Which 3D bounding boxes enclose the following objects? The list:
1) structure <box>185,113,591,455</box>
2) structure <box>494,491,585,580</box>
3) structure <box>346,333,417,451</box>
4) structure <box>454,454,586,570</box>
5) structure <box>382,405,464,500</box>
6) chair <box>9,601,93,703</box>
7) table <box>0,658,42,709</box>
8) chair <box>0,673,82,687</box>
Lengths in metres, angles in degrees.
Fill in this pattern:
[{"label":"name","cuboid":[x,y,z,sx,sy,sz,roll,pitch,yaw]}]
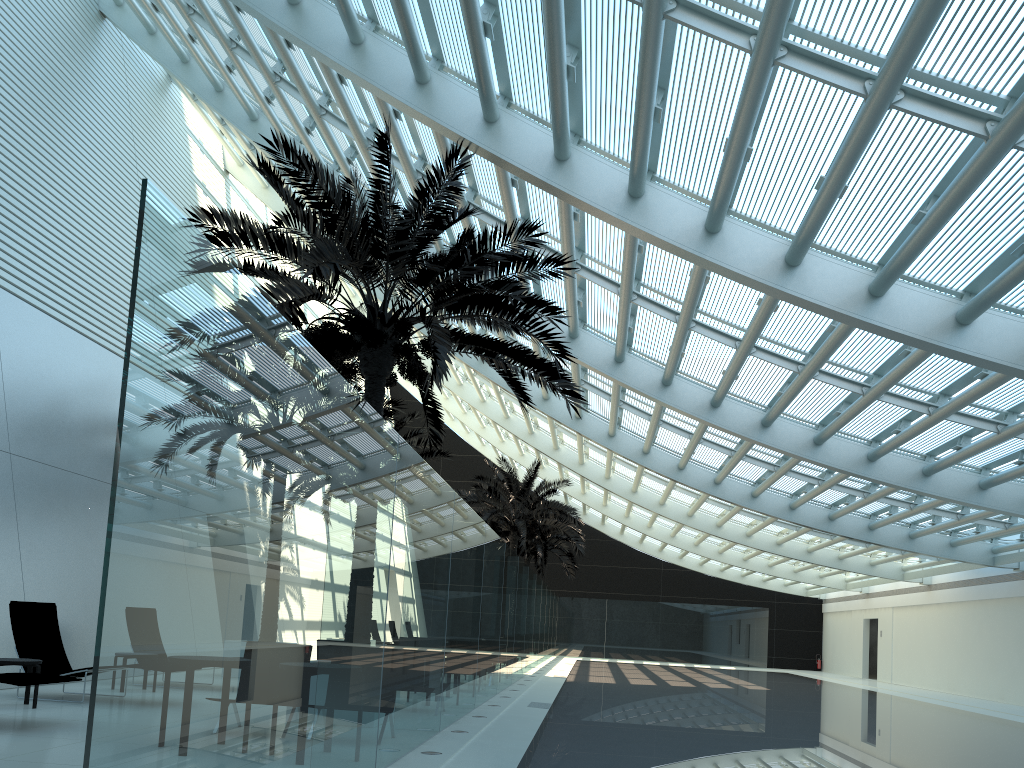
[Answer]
[{"label":"structure","cuboid":[-1.750,0.480,10.340,4.825,6.813,4.572,-1,-9,24]},{"label":"structure","cuboid":[0.784,8.216,37.586,4.479,6.811,4.928,6,-9,-15]},{"label":"structure","cuboid":[-4.369,2.095,16.346,4.665,6.632,4.382,6,-9,-15]},{"label":"structure","cuboid":[0.008,5.907,29.456,4.823,6.813,4.573,3,-9,-1]},{"label":"structure","cuboid":[-4.019,3.760,22.361,4.313,6.691,4.741,-3,-11,39]},{"label":"chair","cuboid":[-4.992,3.309,10.725,2.035,1.123,0.951,2,-10,6]},{"label":"table","cuboid":[-5.498,3.284,9.570,0.564,0.501,0.561,13,-15,-40]},{"label":"chair","cuboid":[-5.229,2.580,8.156,2.035,1.123,0.951,2,-10,6]}]
